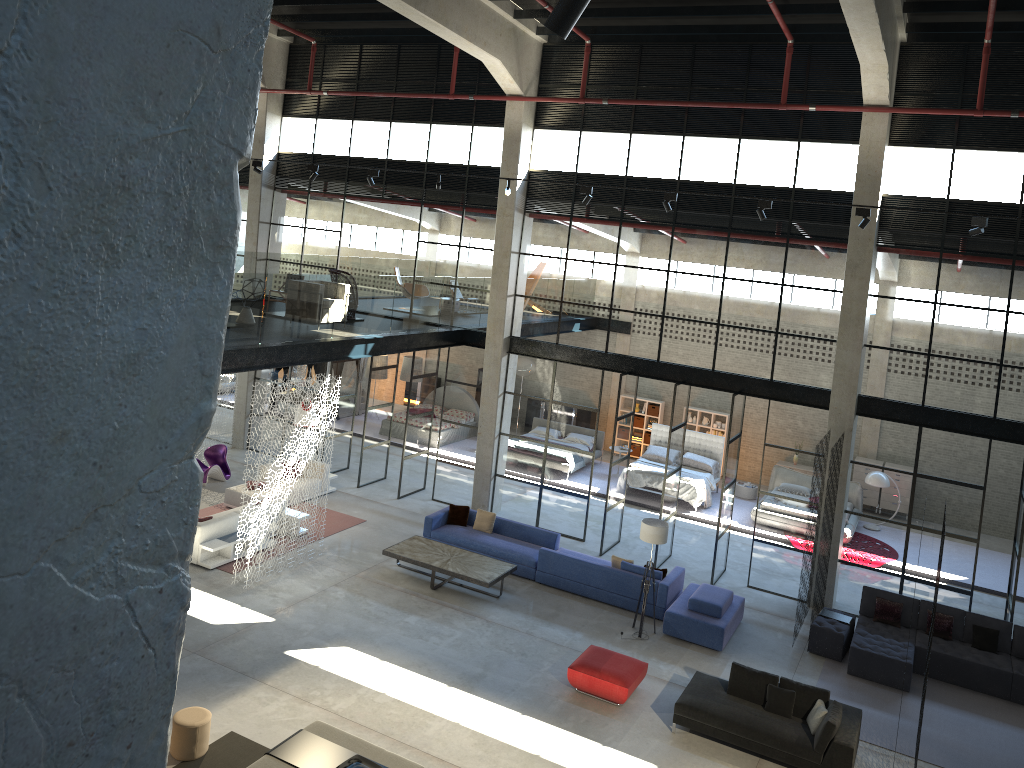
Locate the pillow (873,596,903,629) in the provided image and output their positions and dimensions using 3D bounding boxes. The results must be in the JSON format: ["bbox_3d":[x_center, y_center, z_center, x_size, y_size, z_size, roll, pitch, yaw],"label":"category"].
[{"bbox_3d":[6.040,3.668,14.087,0.417,0.343,0.235,10,5,27],"label":"pillow"}]

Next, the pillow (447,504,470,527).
[{"bbox_3d":[-1.019,2.496,16.694,0.399,0.370,0.261,7,4,5],"label":"pillow"}]

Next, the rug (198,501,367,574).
[{"bbox_3d":[-4.869,2.671,16.395,2.669,0.020,3.641,11,10,26],"label":"rug"}]

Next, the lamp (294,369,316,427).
[{"bbox_3d":[-3.988,0.246,17.129,0.444,1.096,0.438,8,3,35],"label":"lamp"}]

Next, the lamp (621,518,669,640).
[{"bbox_3d":[2.088,3.034,13.580,0.432,1.736,0.668,7,2,23],"label":"lamp"}]

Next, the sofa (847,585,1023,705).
[{"bbox_3d":[7.210,4.168,12.829,4.185,0.865,1.831,11,9,26],"label":"sofa"}]

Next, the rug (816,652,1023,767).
[{"bbox_3d":[6.051,4.630,11.920,3.658,0.020,2.656,11,10,26],"label":"rug"}]

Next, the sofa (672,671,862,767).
[{"bbox_3d":[3.170,4.189,10.919,2.124,0.558,1.084,11,9,27],"label":"sofa"}]

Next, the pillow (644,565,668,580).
[{"bbox_3d":[2.377,3.213,14.662,0.399,0.370,0.261,7,4,5],"label":"pillow"}]

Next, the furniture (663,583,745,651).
[{"bbox_3d":[3.121,3.620,14.131,0.957,0.551,1.542,10,9,26],"label":"furniture"}]

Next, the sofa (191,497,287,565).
[{"bbox_3d":[-5.038,2.474,15.434,0.955,0.665,2.145,10,9,26],"label":"sofa"}]

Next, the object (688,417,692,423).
[{"bbox_3d":[4.957,0.999,24.362,0.111,0.156,0.109,9,5,37],"label":"object"}]

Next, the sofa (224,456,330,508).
[{"bbox_3d":[-4.790,2.066,18.049,0.949,0.664,2.154,10,9,26],"label":"sofa"}]

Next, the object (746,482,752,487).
[{"bbox_3d":[5.932,2.506,21.961,0.170,0.089,0.168,13,10,39],"label":"object"}]

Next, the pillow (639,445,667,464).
[{"bbox_3d":[3.779,1.817,22.230,1.035,0.372,0.666,11,9,30],"label":"pillow"}]

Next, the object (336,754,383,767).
[{"bbox_3d":[-1.536,3.872,8.783,0.389,0.036,0.387,12,11,29],"label":"object"}]

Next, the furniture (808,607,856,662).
[{"bbox_3d":[5.090,3.957,13.941,0.514,0.452,0.961,10,9,31],"label":"furniture"}]

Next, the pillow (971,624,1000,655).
[{"bbox_3d":[7.269,3.928,13.468,0.386,0.333,0.219,9,4,24],"label":"pillow"}]

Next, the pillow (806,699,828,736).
[{"bbox_3d":[3.700,4.028,10.612,0.208,0.314,0.344,7,6,5],"label":"pillow"}]

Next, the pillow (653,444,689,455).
[{"bbox_3d":[4.000,1.802,22.459,1.062,0.321,0.490,11,8,26],"label":"pillow"}]

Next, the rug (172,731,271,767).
[{"bbox_3d":[-2.159,4.383,7.940,3.658,0.020,2.656,11,10,26],"label":"rug"}]

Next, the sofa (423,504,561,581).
[{"bbox_3d":[-0.386,2.893,16.216,2.355,0.601,1.057,11,9,26],"label":"sofa"}]

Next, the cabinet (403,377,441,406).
[{"bbox_3d":[-2.904,0.310,28.354,1.049,1.156,0.449,9,3,26],"label":"cabinet"}]

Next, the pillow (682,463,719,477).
[{"bbox_3d":[4.681,2.027,21.967,0.967,0.329,0.717,11,9,27],"label":"pillow"}]

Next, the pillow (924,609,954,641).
[{"bbox_3d":[6.707,3.785,13.759,0.409,0.375,0.192,9,4,27],"label":"pillow"}]

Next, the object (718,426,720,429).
[{"bbox_3d":[5.665,1.186,23.989,0.065,0.063,0.066,5,6,-16],"label":"object"}]

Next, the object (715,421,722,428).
[{"bbox_3d":[5.675,1.108,24.139,0.174,0.168,0.176,6,6,-6],"label":"object"}]

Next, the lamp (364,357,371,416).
[{"bbox_3d":[-4.035,0.068,26.214,0.798,1.916,0.689,5,2,-22],"label":"lamp"}]

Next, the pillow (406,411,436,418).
[{"bbox_3d":[-2.536,0.790,24.611,0.877,0.211,0.637,7,9,5],"label":"pillow"}]

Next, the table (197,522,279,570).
[{"bbox_3d":[-4.639,2.750,14.958,0.303,0.366,1.574,9,9,26],"label":"table"}]

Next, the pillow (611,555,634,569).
[{"bbox_3d":[1.874,3.118,14.870,0.405,0.380,0.207,9,4,27],"label":"pillow"}]

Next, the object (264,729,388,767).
[{"bbox_3d":[-1.770,3.898,8.891,1.485,0.086,0.537,11,10,26],"label":"object"}]

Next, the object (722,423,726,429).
[{"bbox_3d":[5.821,1.154,24.065,0.143,0.137,0.141,12,8,43],"label":"object"}]

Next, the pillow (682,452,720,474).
[{"bbox_3d":[4.653,1.939,21.900,0.988,0.290,0.693,11,9,28],"label":"pillow"}]

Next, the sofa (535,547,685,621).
[{"bbox_3d":[1.697,3.243,15.149,2.355,0.719,1.056,11,8,26],"label":"sofa"}]

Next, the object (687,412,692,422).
[{"bbox_3d":[4.955,0.921,24.495,0.094,0.261,0.095,6,2,-13],"label":"object"}]

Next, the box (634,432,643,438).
[{"bbox_3d":[3.626,1.456,25.145,0.215,0.108,0.132,10,7,26],"label":"box"}]

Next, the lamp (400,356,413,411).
[{"bbox_3d":[-3.013,0.152,26.387,0.798,1.915,0.689,5,2,-22],"label":"lamp"}]

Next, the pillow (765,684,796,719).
[{"bbox_3d":[3.339,3.941,10.921,0.345,0.306,0.187,9,4,24],"label":"pillow"}]

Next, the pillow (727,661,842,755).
[{"bbox_3d":[3.482,3.945,10.890,0.739,0.416,1.607,1,10,-34],"label":"pillow"}]

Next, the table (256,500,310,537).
[{"bbox_3d":[-4.380,2.526,16.470,1.211,0.368,0.301,11,6,26],"label":"table"}]

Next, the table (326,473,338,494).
[{"bbox_3d":[-4.264,2.099,19.108,0.908,0.368,0.301,10,6,26],"label":"table"}]

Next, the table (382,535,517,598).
[{"bbox_3d":[-1.073,3.143,14.879,2.081,0.397,1.030,11,9,26],"label":"table"}]

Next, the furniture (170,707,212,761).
[{"bbox_3d":[-3.474,3.776,9.490,0.402,0.398,0.403,8,6,16],"label":"furniture"}]

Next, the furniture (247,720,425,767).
[{"bbox_3d":[-1.884,4.084,8.707,1.460,0.396,1.542,11,10,26],"label":"furniture"}]

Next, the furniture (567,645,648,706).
[{"bbox_3d":[1.295,3.922,11.844,0.862,0.374,0.857,10,9,26],"label":"furniture"}]

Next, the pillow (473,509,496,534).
[{"bbox_3d":[-0.515,2.583,16.486,0.405,0.380,0.207,9,4,27],"label":"pillow"}]

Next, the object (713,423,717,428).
[{"bbox_3d":[5.569,1.142,24.039,0.117,0.112,0.116,9,6,29],"label":"object"}]
